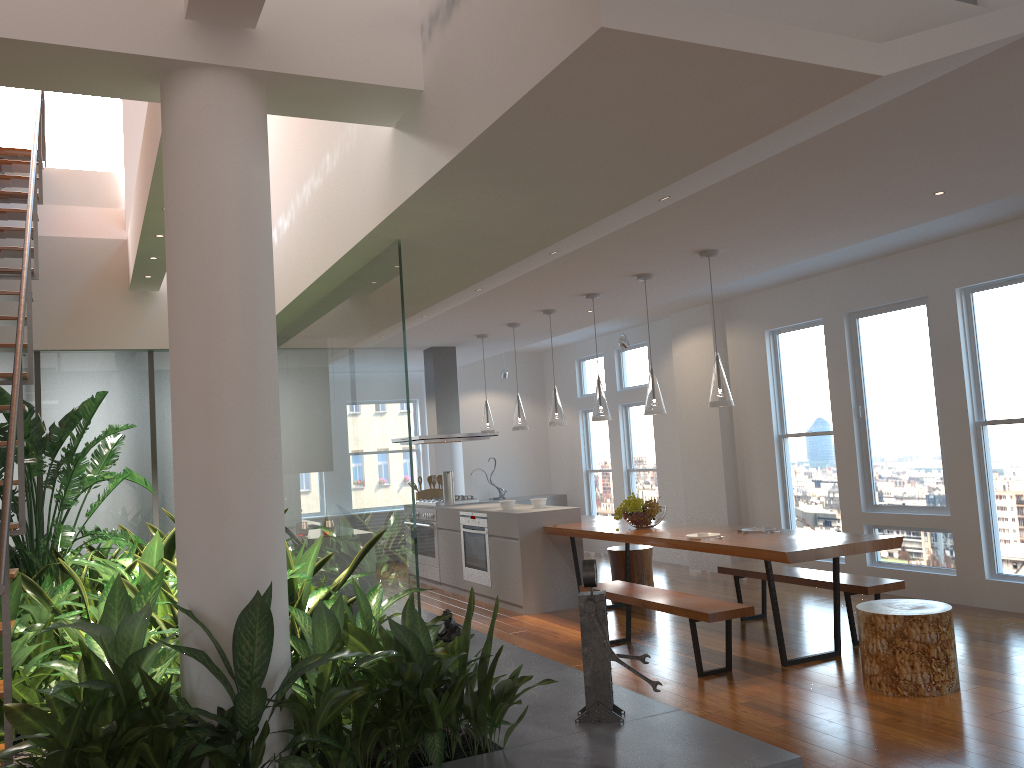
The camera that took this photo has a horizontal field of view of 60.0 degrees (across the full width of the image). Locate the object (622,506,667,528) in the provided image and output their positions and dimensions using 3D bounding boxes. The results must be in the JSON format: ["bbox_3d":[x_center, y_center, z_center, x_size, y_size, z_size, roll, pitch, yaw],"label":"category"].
[{"bbox_3d":[1.003,1.020,6.747,0.360,0.159,0.360,-6,-5,28],"label":"object"}]

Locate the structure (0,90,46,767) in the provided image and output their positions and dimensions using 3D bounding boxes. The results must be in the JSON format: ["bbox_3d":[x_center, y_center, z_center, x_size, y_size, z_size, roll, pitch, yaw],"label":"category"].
[{"bbox_3d":[-2.058,-0.446,4.613,2.552,4.265,4.591,-2,-5,-26],"label":"structure"}]

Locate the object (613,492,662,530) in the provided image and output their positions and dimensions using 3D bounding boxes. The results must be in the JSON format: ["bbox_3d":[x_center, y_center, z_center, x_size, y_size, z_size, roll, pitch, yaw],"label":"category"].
[{"bbox_3d":[0.970,0.960,6.754,0.292,0.284,0.394,-6,-5,28],"label":"object"}]

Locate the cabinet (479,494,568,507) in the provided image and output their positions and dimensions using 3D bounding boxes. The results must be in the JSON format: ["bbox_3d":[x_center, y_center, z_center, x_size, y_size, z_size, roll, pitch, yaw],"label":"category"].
[{"bbox_3d":[0.084,1.885,11.851,1.309,0.725,0.420,-2,-5,-26],"label":"cabinet"}]

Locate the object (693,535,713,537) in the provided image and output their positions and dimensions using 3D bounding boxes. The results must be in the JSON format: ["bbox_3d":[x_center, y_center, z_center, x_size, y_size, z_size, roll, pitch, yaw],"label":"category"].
[{"bbox_3d":[1.247,0.997,5.781,0.124,0.011,0.124,-3,-4,-4],"label":"object"}]

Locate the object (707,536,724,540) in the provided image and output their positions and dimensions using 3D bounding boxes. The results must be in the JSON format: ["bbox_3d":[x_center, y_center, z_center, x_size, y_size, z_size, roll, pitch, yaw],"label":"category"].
[{"bbox_3d":[1.291,0.983,5.654,0.149,0.014,0.044,-1,-5,-27],"label":"object"}]

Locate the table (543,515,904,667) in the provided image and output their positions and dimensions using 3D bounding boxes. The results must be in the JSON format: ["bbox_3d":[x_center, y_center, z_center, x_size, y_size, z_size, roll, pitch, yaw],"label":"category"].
[{"bbox_3d":[0.620,1.540,7.639,0.893,0.704,5.996,-2,-5,-26],"label":"table"}]

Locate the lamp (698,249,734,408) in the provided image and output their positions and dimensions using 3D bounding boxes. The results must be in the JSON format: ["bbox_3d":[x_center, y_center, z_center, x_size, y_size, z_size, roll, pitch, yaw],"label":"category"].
[{"bbox_3d":[1.279,-0.385,5.603,0.160,1.060,0.160,-4,-4,1],"label":"lamp"}]

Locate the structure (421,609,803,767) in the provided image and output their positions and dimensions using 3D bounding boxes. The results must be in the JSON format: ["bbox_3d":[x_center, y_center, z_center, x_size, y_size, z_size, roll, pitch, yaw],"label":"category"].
[{"bbox_3d":[-1.450,1.560,3.947,3.088,0.386,5.584,-2,-5,-26],"label":"structure"}]

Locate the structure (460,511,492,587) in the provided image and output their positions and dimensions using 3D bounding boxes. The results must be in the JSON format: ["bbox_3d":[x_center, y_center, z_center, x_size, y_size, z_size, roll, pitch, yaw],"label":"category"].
[{"bbox_3d":[-0.332,1.510,8.182,0.072,0.648,0.644,-2,-5,-26],"label":"structure"}]

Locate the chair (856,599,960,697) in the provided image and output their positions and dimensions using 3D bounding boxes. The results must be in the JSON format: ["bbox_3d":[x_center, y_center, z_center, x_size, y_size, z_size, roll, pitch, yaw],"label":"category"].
[{"bbox_3d":[2.059,1.363,4.623,0.460,0.400,0.460,-2,-5,-16],"label":"chair"}]

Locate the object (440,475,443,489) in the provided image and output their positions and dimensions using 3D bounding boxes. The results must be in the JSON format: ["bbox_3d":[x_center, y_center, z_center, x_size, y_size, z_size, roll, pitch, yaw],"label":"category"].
[{"bbox_3d":[-0.797,1.182,10.088,0.057,0.294,0.030,-2,-5,-26],"label":"object"}]

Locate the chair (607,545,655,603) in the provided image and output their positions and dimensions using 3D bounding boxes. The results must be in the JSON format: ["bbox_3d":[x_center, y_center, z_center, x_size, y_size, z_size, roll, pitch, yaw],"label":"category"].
[{"bbox_3d":[1.039,1.647,7.685,0.396,0.455,0.402,0,-5,-36],"label":"chair"}]

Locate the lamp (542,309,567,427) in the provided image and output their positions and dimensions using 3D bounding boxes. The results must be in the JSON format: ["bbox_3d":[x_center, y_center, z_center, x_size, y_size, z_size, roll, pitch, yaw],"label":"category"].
[{"bbox_3d":[0.351,-0.173,7.552,0.160,1.060,0.160,-4,-4,1],"label":"lamp"}]

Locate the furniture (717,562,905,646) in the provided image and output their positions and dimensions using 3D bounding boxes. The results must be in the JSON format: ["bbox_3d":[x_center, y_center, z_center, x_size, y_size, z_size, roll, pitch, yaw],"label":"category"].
[{"bbox_3d":[2.004,1.489,6.072,0.316,0.389,1.433,-2,-5,-26],"label":"furniture"}]

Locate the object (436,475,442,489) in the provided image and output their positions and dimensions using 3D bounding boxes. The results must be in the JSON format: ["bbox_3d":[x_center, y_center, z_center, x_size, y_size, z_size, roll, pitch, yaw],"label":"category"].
[{"bbox_3d":[-0.823,1.181,10.056,0.068,0.298,0.039,-2,-5,-26],"label":"object"}]

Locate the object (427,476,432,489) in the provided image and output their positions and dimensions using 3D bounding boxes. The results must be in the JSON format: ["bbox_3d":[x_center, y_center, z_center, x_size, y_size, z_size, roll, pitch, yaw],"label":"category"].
[{"bbox_3d":[-0.919,1.184,10.029,0.061,0.299,0.040,-1,-5,-28],"label":"object"}]

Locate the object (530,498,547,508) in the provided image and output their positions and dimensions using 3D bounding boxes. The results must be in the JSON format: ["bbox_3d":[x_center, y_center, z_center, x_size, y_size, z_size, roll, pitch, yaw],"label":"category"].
[{"bbox_3d":[0.239,1.059,7.863,0.152,0.082,0.152,-6,-5,25],"label":"object"}]

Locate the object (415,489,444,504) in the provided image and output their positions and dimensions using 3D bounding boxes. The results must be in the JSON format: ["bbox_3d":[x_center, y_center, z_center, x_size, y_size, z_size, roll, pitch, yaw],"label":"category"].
[{"bbox_3d":[-0.910,1.262,10.014,0.353,0.157,0.084,-2,-5,-26],"label":"object"}]

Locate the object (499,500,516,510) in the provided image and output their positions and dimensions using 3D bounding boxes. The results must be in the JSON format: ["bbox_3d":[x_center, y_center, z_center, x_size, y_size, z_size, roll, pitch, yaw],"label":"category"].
[{"bbox_3d":[-0.039,1.077,7.866,0.152,0.082,0.152,-5,-5,14],"label":"object"}]

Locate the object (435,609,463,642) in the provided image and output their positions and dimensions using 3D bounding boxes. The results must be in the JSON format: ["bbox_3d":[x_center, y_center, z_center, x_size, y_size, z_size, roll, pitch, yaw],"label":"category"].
[{"bbox_3d":[-0.339,1.276,4.703,0.181,0.155,0.216,-6,-5,29],"label":"object"}]

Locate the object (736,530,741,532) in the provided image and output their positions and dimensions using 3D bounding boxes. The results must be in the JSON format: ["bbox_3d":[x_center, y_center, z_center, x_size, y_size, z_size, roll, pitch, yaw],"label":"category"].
[{"bbox_3d":[1.586,0.993,6.027,0.149,0.014,0.044,-2,-5,-24],"label":"object"}]

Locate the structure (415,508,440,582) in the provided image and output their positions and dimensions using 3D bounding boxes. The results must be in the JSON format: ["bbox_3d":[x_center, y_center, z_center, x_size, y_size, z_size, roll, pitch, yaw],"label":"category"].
[{"bbox_3d":[-0.710,1.685,9.555,0.649,0.735,0.890,-2,-5,-26],"label":"structure"}]

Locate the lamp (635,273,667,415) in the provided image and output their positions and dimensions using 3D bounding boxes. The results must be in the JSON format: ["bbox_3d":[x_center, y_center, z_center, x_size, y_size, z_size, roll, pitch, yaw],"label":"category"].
[{"bbox_3d":[0.970,-0.314,6.253,0.160,1.060,0.160,-4,-4,1],"label":"lamp"}]

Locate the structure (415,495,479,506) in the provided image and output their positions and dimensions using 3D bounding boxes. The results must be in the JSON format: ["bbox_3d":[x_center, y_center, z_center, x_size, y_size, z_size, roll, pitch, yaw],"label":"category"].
[{"bbox_3d":[-0.704,1.262,9.616,0.520,0.073,0.650,-2,-5,-26],"label":"structure"}]

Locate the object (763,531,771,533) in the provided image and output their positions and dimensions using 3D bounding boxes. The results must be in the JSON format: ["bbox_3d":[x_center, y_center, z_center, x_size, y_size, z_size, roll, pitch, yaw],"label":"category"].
[{"bbox_3d":[1.704,0.966,5.831,0.158,0.017,0.019,-1,-5,-31],"label":"object"}]

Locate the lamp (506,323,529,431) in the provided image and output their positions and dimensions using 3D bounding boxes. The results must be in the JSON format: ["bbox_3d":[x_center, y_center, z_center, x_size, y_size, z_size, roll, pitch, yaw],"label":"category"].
[{"bbox_3d":[0.042,-0.102,8.202,0.160,1.060,0.160,-4,-4,1],"label":"lamp"}]

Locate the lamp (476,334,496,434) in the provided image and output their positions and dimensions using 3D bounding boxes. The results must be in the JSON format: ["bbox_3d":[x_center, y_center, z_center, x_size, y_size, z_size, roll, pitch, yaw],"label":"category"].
[{"bbox_3d":[-0.267,-0.031,8.852,0.160,1.060,0.160,-4,-4,1],"label":"lamp"}]

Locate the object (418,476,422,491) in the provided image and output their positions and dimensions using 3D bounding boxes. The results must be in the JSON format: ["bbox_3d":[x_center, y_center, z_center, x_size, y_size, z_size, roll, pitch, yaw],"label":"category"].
[{"bbox_3d":[-1.026,1.186,9.978,0.055,0.299,0.027,-2,-5,-26],"label":"object"}]

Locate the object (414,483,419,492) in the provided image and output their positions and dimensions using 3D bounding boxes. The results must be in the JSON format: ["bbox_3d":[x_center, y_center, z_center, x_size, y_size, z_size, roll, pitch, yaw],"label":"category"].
[{"bbox_3d":[-1.057,1.205,9.959,0.199,0.259,0.016,-2,-5,-15],"label":"object"}]

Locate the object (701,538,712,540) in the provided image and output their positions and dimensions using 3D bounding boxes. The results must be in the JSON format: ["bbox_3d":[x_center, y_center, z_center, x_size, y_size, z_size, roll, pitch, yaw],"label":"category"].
[{"bbox_3d":[1.279,0.990,5.684,0.164,0.006,0.017,-2,-5,-20],"label":"object"}]

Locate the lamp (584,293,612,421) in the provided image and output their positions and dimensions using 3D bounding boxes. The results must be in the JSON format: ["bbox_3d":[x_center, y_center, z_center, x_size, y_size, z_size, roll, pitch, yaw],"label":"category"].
[{"bbox_3d":[0.661,-0.243,6.902,0.160,1.060,0.160,-4,-4,1],"label":"lamp"}]

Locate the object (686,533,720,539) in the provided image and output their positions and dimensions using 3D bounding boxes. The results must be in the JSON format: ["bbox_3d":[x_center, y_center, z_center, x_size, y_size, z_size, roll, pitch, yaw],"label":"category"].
[{"bbox_3d":[1.246,0.993,5.781,0.222,0.020,0.222,-5,-5,15],"label":"object"}]

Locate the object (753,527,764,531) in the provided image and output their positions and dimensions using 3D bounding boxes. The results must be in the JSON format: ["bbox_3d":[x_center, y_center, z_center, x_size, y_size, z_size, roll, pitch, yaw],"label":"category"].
[{"bbox_3d":[1.646,0.972,5.921,0.079,0.030,0.070,-5,-5,18],"label":"object"}]

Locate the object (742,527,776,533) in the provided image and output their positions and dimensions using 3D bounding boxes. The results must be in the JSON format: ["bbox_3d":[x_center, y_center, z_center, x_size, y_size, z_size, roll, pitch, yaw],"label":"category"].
[{"bbox_3d":[1.647,0.978,5.921,0.222,0.020,0.222,-1,-5,-34],"label":"object"}]

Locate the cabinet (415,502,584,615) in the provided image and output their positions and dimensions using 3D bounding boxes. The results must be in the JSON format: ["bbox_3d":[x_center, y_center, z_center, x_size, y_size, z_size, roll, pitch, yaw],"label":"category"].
[{"bbox_3d":[-0.283,1.621,8.754,0.597,0.832,2.936,-2,-5,-26],"label":"cabinet"}]

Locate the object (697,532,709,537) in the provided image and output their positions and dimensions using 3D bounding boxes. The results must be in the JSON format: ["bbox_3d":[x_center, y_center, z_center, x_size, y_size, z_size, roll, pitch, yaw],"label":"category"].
[{"bbox_3d":[1.246,0.986,5.782,0.079,0.030,0.070,-6,-5,28],"label":"object"}]

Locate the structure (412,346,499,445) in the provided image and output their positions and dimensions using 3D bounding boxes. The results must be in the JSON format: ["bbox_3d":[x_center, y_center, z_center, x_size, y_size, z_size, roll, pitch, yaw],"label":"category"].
[{"bbox_3d":[-0.775,-0.065,9.696,0.909,1.405,0.900,-2,-5,-26],"label":"structure"}]

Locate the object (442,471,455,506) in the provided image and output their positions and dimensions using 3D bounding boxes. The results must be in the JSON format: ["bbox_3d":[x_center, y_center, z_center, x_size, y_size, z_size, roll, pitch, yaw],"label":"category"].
[{"bbox_3d":[-0.646,1.079,9.154,0.120,0.356,0.172,-6,-5,22],"label":"object"}]

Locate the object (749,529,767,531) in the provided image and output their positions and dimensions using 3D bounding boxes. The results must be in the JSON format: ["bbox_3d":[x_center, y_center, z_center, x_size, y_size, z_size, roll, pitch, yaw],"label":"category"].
[{"bbox_3d":[1.647,0.982,5.920,0.124,0.011,0.124,1,-6,-43],"label":"object"}]

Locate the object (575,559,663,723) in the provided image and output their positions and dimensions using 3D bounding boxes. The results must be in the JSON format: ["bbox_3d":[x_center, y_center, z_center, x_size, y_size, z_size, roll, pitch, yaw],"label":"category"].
[{"bbox_3d":[0.367,0.909,3.169,0.318,0.565,0.134,-5,-5,11],"label":"object"}]

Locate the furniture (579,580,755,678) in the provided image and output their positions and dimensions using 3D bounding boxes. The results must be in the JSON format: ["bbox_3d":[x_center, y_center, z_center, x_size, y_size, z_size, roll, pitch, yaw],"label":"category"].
[{"bbox_3d":[0.928,1.518,5.557,0.316,0.389,1.433,-2,-5,-26],"label":"furniture"}]

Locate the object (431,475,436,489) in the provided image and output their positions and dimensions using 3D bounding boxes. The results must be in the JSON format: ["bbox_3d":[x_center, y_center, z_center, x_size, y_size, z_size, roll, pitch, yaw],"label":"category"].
[{"bbox_3d":[-0.879,1.182,10.027,0.057,0.299,0.019,-2,-5,-26],"label":"object"}]

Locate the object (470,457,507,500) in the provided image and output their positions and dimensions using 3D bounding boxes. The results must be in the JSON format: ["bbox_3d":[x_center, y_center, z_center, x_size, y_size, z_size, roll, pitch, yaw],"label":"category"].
[{"bbox_3d":[-0.285,1.249,11.696,0.210,0.563,0.590,-7,-5,35],"label":"object"}]
